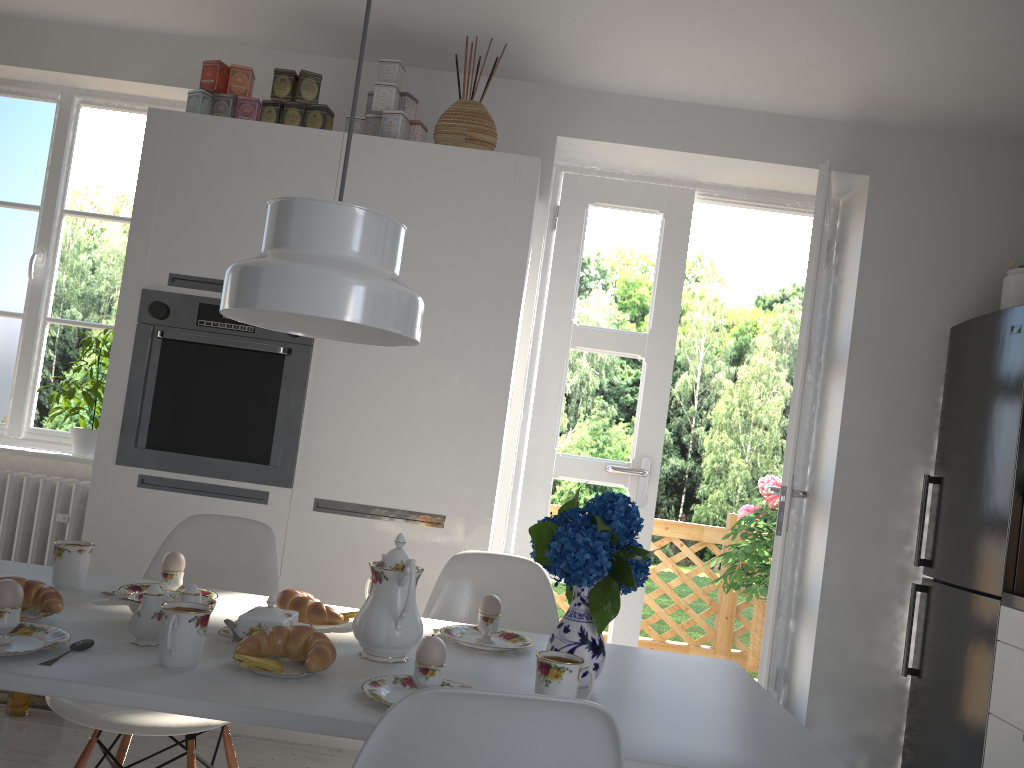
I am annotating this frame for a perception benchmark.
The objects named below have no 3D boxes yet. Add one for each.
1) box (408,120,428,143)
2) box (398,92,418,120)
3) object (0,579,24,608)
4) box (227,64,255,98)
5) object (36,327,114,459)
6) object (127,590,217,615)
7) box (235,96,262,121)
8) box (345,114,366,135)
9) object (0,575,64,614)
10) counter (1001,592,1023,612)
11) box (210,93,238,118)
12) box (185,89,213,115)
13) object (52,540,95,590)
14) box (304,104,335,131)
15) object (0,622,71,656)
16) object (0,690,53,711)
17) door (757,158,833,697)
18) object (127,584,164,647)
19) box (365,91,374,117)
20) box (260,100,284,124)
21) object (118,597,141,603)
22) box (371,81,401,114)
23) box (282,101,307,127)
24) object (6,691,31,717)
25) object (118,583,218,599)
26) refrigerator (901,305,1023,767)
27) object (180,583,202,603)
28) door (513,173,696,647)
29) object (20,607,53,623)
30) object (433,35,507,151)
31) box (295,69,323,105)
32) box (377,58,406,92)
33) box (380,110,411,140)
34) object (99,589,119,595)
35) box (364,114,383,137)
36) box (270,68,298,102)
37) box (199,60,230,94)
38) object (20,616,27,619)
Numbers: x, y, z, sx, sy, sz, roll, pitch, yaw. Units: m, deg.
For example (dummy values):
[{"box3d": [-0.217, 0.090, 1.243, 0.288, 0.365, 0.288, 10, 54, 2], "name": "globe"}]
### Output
[{"box3d": [-0.359, -0.886, 3.200, 0.081, 0.110, 0.081, 7, -3, 16], "name": "box"}, {"box3d": [-0.400, -0.999, 3.243, 0.081, 0.110, 0.081, 6, -4, 26], "name": "box"}, {"box3d": [-0.790, 0.336, 1.383, 0.048, 0.063, 0.048, 7, -3, 5], "name": "object"}, {"box3d": [-0.978, -1.080, 3.199, 0.081, 0.110, 0.081, 8, -3, -9], "name": "box"}, {"box3d": [-1.691, 0.031, 3.569, 0.375, 0.529, 0.328, 8, -3, -8], "name": "object"}, {"box3d": [-0.639, 0.423, 1.661, 0.158, 0.058, 0.158, 8, -4, -9], "name": "object"}, {"box3d": [-0.948, -0.966, 3.192, 0.081, 0.110, 0.081, 8, -3, -4], "name": "box"}, {"box3d": [-0.566, -0.911, 3.231, 0.081, 0.110, 0.081, 8, -3, 1], "name": "box"}, {"box3d": [-0.884, 0.374, 1.564, 0.161, 0.057, 0.124, 11, -5, -34], "name": "object"}, {"box3d": [1.906, 0.608, 1.278, 0.650, 0.045, 3.247, 8, -5, 1], "name": "counter"}, {"box3d": [-1.032, -0.977, 3.190, 0.081, 0.110, 0.081, 7, -3, 6], "name": "box"}, {"box3d": [-1.117, -0.989, 3.185, 0.081, 0.110, 0.081, 6, -4, 31], "name": "box"}, {"box3d": [-0.929, 0.382, 1.871, 0.078, 0.095, 0.091, 8, -4, -12], "name": "object"}, {"box3d": [-0.690, -0.933, 3.170, 0.081, 0.110, 0.081, 7, -3, 11], "name": "box"}, {"box3d": [-0.798, 0.399, 1.379, 0.200, 0.016, 0.201, 6, -5, 16], "name": "object"}, {"box3d": [-1.724, 0.997, 3.168, 0.373, 0.203, 0.320, 8, -4, 1], "name": "object"}, {"box3d": [1.127, 0.339, 3.557, 0.156, 2.322, 0.604, 7, -3, 21], "name": "door"}, {"box3d": [-0.615, 0.391, 1.509, 0.065, 0.102, 0.069, 8, -3, 1], "name": "object"}, {"box3d": [-0.490, -1.009, 3.265, 0.081, 0.110, 0.081, 7, -3, 11], "name": "box"}, {"box3d": [-0.853, -0.953, 3.187, 0.081, 0.110, 0.081, 7, -3, 16], "name": "box"}, {"box3d": [-0.644, 0.399, 1.605, 0.138, 0.032, 0.031, 12, -6, -44], "name": "object"}, {"box3d": [-0.450, -1.012, 3.170, 0.081, 0.110, 0.081, 7, -3, 6], "name": "box"}, {"box3d": [-0.775, -0.944, 3.175, 0.081, 0.110, 0.081, 8, -3, 1], "name": "box"}, {"box3d": [-1.620, 0.960, 2.936, 0.065, 0.266, 0.065, 5, -4, 43], "name": "object"}, {"box3d": [-0.729, 0.450, 1.883, 0.201, 0.016, 0.200, 12, -6, -44], "name": "object"}, {"box3d": [1.915, 0.682, 3.189, 0.694, 1.797, 0.577, 8, -3, 1], "name": "refrigerator"}, {"box3d": [-0.568, 0.401, 1.556, 0.065, 0.102, 0.069, 8, -3, 1], "name": "object"}, {"box3d": [0.352, 0.260, 3.854, 0.602, 2.322, 0.157, 8, -2, 1], "name": "door"}, {"box3d": [-0.885, 0.401, 1.546, 0.158, 0.016, 0.158, 10, -5, -29], "name": "object"}, {"box3d": [-0.148, -1.004, 3.143, 0.229, 0.451, 0.091, 8, -3, 2], "name": "object"}, {"box3d": [-0.728, -1.049, 3.167, 0.081, 0.110, 0.081, 9, -3, -19], "name": "box"}, {"box3d": [-0.441, -1.115, 3.232, 0.081, 0.110, 0.081, 7, -3, 11], "name": "box"}, {"box3d": [-0.414, -0.899, 3.131, 0.081, 0.110, 0.081, 7, -3, 16], "name": "box"}, {"box3d": [-0.841, 0.437, 1.887, 0.032, 0.011, 0.140, 8, -5, -2], "name": "object"}, {"box3d": [-0.482, -0.903, 3.191, 0.081, 0.110, 0.081, 7, -3, 16], "name": "box"}, {"box3d": [-0.812, -1.059, 3.175, 0.081, 0.110, 0.081, 8, -3, 1], "name": "box"}, {"box3d": [-1.064, -1.094, 3.185, 0.081, 0.110, 0.081, 6, -3, 21], "name": "box"}, {"box3d": [-0.871, 0.392, 1.515, 0.070, 0.036, 0.109, 11, -6, -41], "name": "object"}]
